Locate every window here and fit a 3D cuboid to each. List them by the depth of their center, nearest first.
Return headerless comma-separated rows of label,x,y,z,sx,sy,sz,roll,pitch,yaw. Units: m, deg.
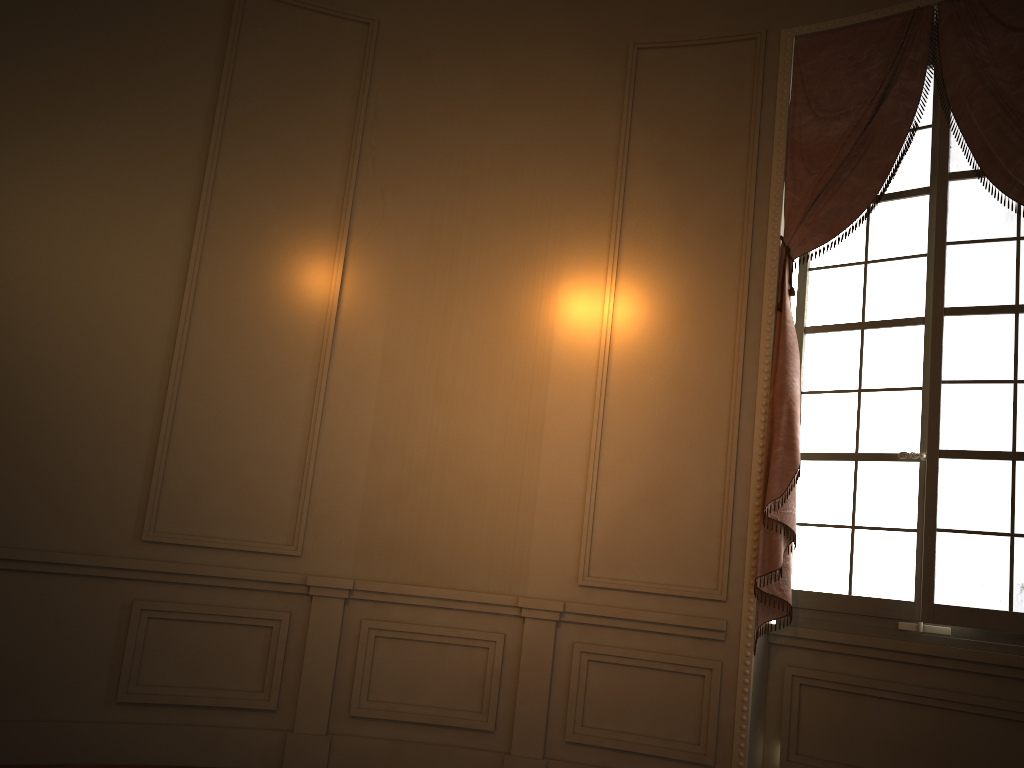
window,1.859,-0.306,3.907,1.280,2.821,0.157,-1,-12,39

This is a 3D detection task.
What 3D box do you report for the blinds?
blinds,1.714,-0.292,3.713,1.303,2.961,0.294,-1,-12,38
